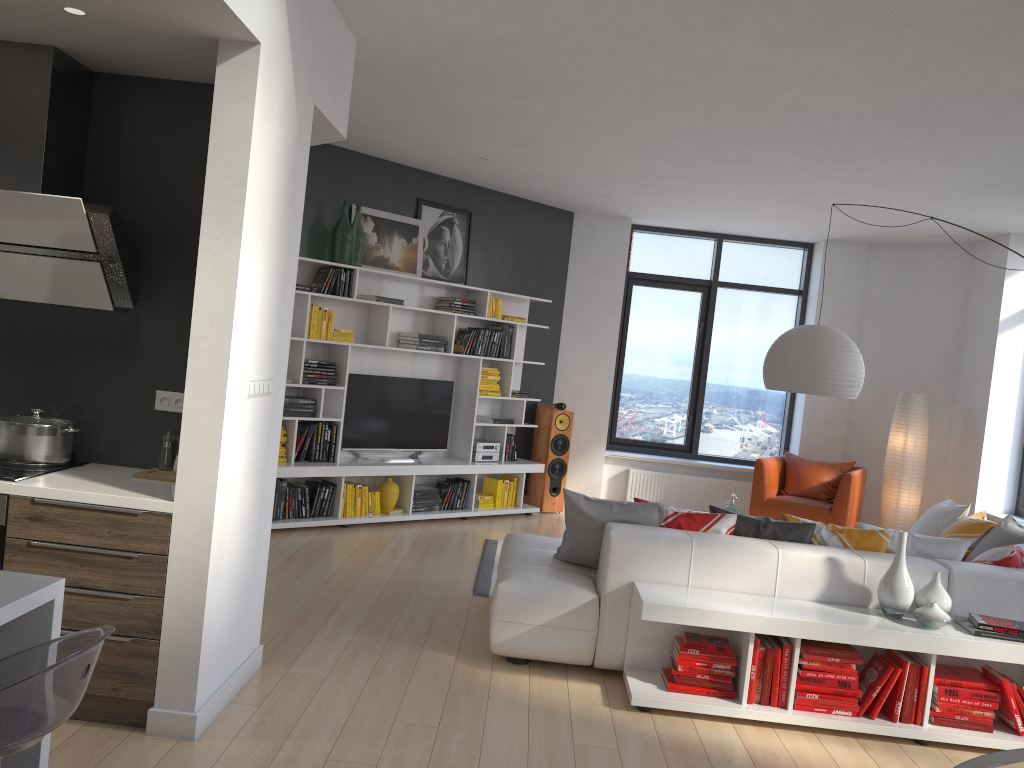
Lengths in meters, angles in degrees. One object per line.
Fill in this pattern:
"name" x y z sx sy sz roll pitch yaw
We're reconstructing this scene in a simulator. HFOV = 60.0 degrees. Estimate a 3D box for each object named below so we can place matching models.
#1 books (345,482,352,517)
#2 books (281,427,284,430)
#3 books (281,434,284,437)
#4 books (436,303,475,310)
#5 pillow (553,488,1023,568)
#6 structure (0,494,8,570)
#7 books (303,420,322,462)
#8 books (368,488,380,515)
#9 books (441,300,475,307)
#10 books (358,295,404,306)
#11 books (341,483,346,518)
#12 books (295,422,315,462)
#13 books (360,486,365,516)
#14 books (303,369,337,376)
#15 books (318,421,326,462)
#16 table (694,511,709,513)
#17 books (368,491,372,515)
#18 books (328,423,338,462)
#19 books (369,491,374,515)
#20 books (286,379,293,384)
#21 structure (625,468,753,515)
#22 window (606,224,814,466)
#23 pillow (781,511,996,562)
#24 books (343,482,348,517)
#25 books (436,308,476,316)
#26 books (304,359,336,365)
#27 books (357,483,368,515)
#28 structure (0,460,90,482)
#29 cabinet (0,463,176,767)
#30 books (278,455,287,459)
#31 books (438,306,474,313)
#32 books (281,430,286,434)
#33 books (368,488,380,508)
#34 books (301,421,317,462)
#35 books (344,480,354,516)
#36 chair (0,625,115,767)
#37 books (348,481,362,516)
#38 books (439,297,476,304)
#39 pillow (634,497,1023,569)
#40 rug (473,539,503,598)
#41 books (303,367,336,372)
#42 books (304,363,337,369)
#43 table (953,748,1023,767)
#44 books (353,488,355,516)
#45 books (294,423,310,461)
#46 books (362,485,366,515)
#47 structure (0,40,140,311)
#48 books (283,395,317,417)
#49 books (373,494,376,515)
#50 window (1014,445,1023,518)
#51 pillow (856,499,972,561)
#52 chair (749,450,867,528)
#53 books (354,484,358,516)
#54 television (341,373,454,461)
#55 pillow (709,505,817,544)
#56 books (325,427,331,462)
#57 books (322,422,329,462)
"books" -1.359 0.915 7.107 0.066 0.258 0.198 4 3 -44
"books" -1.882 0.324 6.748 0.234 0.024 0.171 5 3 -40
"books" -1.873 0.375 6.736 0.238 0.023 0.167 5 2 -28
"books" -0.504 -0.689 7.884 0.284 0.030 0.214 5 3 -40
"pillow" 1.646 0.887 5.011 2.953 0.453 0.647 6 2 -11
"structure" -2.138 0.653 3.472 0.587 0.588 0.584 6 2 1
"books" -1.585 0.444 6.986 0.034 0.314 0.237 4 3 -44
"books" -1.145 0.965 7.285 0.067 0.193 0.148 4 3 -43
"books" -0.480 -0.713 7.866 0.246 0.026 0.180 5 3 -41
"books" -1.081 -0.690 7.298 0.250 0.047 0.310 8 3 42
"books" -1.394 0.907 7.036 0.029 0.270 0.204 4 3 -44
"books" -1.651 0.451 6.915 0.100 0.289 0.210 4 3 -45
"books" -1.253 0.933 7.178 0.043 0.240 0.169 4 3 -45
"books" -1.543 -0.096 6.939 0.284 0.030 0.214 5 2 -35
"books" -1.563 0.439 7.011 0.026 0.326 0.237 4 3 -44
"table" 1.183 1.201 6.386 1.091 0.435 1.091 6 2 1
"books" -1.196 0.963 7.244 0.056 0.188 0.138 4 3 -44
"books" -1.486 0.460 7.079 0.051 0.297 0.230 4 3 -44
"books" -1.175 0.966 7.253 0.046 0.187 0.134 4 3 -44
"books" -1.818 -0.036 6.679 0.266 0.030 0.209 8 3 40
"structure" 1.918 1.182 9.170 1.474 0.460 0.110 6 2 1
"window" 2.068 -0.392 9.445 1.960 2.402 0.170 6 2 1
"pillow" 2.270 0.969 5.210 2.095 0.440 0.630 5 3 -42
"books" -1.380 0.907 7.077 0.048 0.271 0.213 4 3 -44
"books" -0.494 -0.636 7.868 0.284 0.030 0.214 5 3 -40
"books" -1.529 -0.174 6.937 0.246 0.026 0.180 5 2 -36
"books" -1.232 0.936 7.237 0.056 0.235 0.172 4 3 -45
"structure" -2.099 0.312 3.506 0.600 0.006 0.550 6 2 1
"cabinet" -2.258 -0.033 1.443 2.402 2.501 4.694 6 2 1
"books" -1.883 0.536 6.726 0.269 0.025 0.213 5 3 -41
"books" -0.495 -0.661 7.868 0.189 0.020 0.264 8 3 45
"books" -1.861 0.352 6.739 0.234 0.024 0.171 5 3 -40
"books" -1.134 0.965 7.308 0.046 0.193 0.149 4 3 -43
"books" -1.605 0.451 6.961 0.028 0.301 0.213 4 3 -44
"books" -1.336 0.914 7.127 0.038 0.267 0.202 4 3 -43
"chair" -1.101 0.915 1.837 0.434 0.838 0.475 6 2 -1
"books" -1.288 0.924 7.170 0.055 0.252 0.185 4 3 -45
"books" -0.487 -0.741 7.871 0.209 0.030 0.266 8 3 40
"pillow" 1.730 0.939 4.679 2.250 0.449 0.575 6 2 -1
"rug" 0.923 1.399 6.277 2.326 0.016 1.662 6 2 1
"books" -1.544 -0.122 6.940 0.264 0.020 0.189 5 3 -40
"books" -1.551 -0.149 6.957 0.284 0.030 0.214 5 2 -35
"table" 1.362 1.236 1.272 1.499 0.764 1.499 6 2 -9
"books" -1.313 0.935 7.127 0.156 0.230 0.042 8 3 45
"books" -1.701 0.449 6.892 0.142 0.284 0.232 4 3 -44
"books" -1.249 0.935 7.208 0.171 0.235 0.043 8 3 44
"structure" -1.965 -0.836 3.552 0.898 0.998 0.407 6 2 1
"books" -1.725 0.168 6.840 0.343 0.137 0.277 4 3 -44
"books" -1.154 0.978 7.258 0.049 0.169 0.113 4 3 -45
"window" 4.537 -0.031 6.964 0.170 2.402 1.310 6 2 1
"pillow" 2.475 0.965 5.455 0.580 0.456 2.156 7 2 27
"chair" 2.794 1.107 8.313 0.896 0.858 0.843 8 2 33
"books" -1.299 0.923 7.145 0.041 0.252 0.180 4 3 -44
"television" -0.967 0.293 7.597 1.102 0.704 0.207 4 3 -44
"pillow" 2.058 0.948 4.678 2.120 0.436 0.608 6 2 -3
"books" -1.515 0.469 7.051 0.028 0.272 0.200 4 3 -44
"books" -1.542 0.447 7.032 0.034 0.315 0.239 4 3 -44
